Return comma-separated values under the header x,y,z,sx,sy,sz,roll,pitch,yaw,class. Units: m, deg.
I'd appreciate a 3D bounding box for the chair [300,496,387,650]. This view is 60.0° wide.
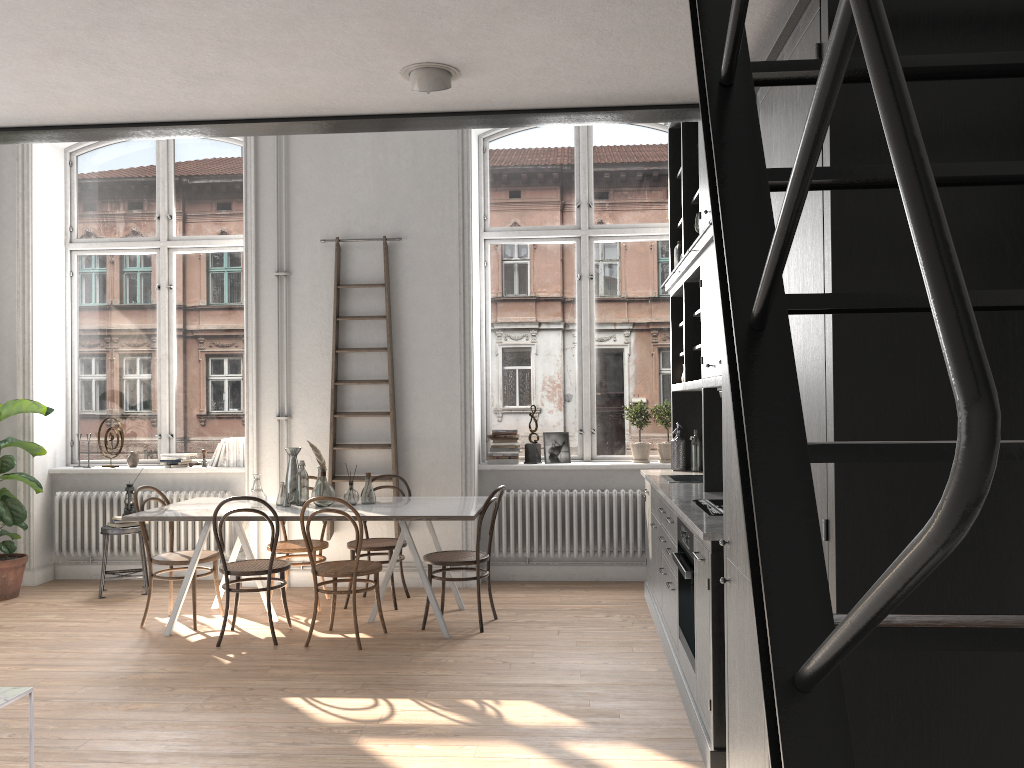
x,y,z,sx,sy,sz,roll,pitch,yaw,class
-1.044,1.127,5.481,0.438,0.920,0.549,-1,-1,15,chair

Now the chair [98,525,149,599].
x,y,z,sx,sy,sz,roll,pitch,yaw,class
-3.051,1.377,6.979,0.364,0.522,0.360,0,-1,-22,chair

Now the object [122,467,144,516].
x,y,z,sx,sy,sz,roll,pitch,yaw,class
-3.011,0.851,7.048,0.163,0.383,0.154,0,-1,-22,object

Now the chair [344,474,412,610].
x,y,z,sx,sy,sz,roll,pitch,yaw,class
-0.975,1.148,6.534,0.438,0.920,0.549,-1,-1,11,chair

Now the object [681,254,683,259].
x,y,z,sx,sy,sz,roll,pitch,yaw,class
1.258,-0.879,6.311,0.114,0.155,0.114,-1,-1,8,object

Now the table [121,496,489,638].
x,y,z,sx,sy,sz,roll,pitch,yaw,class
-1.283,1.209,5.967,2.200,0.779,1.100,-1,-1,4,table

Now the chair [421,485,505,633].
x,y,z,sx,sy,sz,roll,pitch,yaw,class
-0.317,1.127,5.854,0.549,0.920,0.438,-1,-1,17,chair

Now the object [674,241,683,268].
x,y,z,sx,sy,sz,roll,pitch,yaw,class
1.248,-0.917,6.455,0.118,0.238,0.118,0,-1,-11,object

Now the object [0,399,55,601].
x,y,z,sx,sy,sz,roll,pitch,yaw,class
-1.442,0.688,6.414,5.827,1.842,0.792,-1,-1,9,object

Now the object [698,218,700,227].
x,y,z,sx,sy,sz,roll,pitch,yaw,class
1.154,-0.932,5.290,0.083,0.221,0.083,0,-1,-39,object

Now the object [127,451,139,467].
x,y,z,sx,sy,sz,roll,pitch,yaw,class
-3.236,0.639,7.570,0.100,0.142,0.102,0,-1,-21,object

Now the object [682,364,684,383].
x,y,z,sx,sy,sz,roll,pitch,yaw,class
1.293,-0.071,6.426,0.127,0.144,0.115,0,-1,-17,object

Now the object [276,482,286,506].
x,y,z,sx,sy,sz,roll,pitch,yaw,class
-1.564,0.745,6.035,0.083,0.158,0.083,-1,-1,0,object

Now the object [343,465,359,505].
x,y,z,sx,sy,sz,roll,pitch,yaw,class
-1.087,0.676,5.993,0.107,0.283,0.107,-1,-1,-1,object

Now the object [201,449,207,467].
x,y,z,sx,sy,sz,roll,pitch,yaw,class
-2.600,0.625,7.490,0.048,0.153,0.088,0,-1,-26,object

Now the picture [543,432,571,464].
x,y,z,sx,sy,sz,roll,pitch,yaw,class
0.363,0.532,7.381,0.221,0.264,0.149,0,-1,-12,picture

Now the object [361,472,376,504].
x,y,z,sx,sy,sz,roll,pitch,yaw,class
-0.981,0.711,6.061,0.101,0.211,0.101,-1,-1,43,object

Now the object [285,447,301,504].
x,y,z,sx,sy,sz,roll,pitch,yaw,class
-1.516,0.634,6.146,0.116,0.383,0.116,-1,-1,15,object

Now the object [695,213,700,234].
x,y,z,sx,sy,sz,roll,pitch,yaw,class
1.161,-0.930,5.421,0.083,0.221,0.083,-1,-1,36,object

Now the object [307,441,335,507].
x,y,z,sx,sy,sz,roll,pitch,yaw,class
-1.261,0.595,5.928,0.157,0.446,0.157,-1,-1,22,object

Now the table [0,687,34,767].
x,y,z,sx,sy,sz,roll,pitch,yaw,class
-2.276,1.349,2.988,0.849,0.392,0.849,-1,-1,4,table

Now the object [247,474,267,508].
x,y,z,sx,sy,sz,roll,pitch,yaw,class
-1.701,0.713,5.918,0.132,0.219,0.132,-1,-1,-7,object

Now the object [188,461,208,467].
x,y,z,sx,sy,sz,roll,pitch,yaw,class
-2.680,0.679,7.551,0.088,0.048,0.153,-2,-2,44,object

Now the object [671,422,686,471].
x,y,z,sx,sy,sz,roll,pitch,yaw,class
1.214,0.455,6.470,0.109,0.349,0.109,0,-1,-15,object

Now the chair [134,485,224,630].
x,y,z,sx,sy,sz,roll,pitch,yaw,class
-2.258,1.151,6.014,0.549,0.920,0.438,-1,-1,12,chair

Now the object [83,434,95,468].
x,y,z,sx,sy,sz,roll,pitch,yaw,class
-3.619,0.571,7.582,0.095,0.289,0.095,-1,-1,27,object

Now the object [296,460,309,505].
x,y,z,sx,sy,sz,roll,pitch,yaw,class
-1.425,0.671,6.027,0.086,0.301,0.086,0,-1,-10,object

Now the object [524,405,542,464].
x,y,z,sx,sy,sz,roll,pitch,yaw,class
0.171,0.415,7.354,0.122,0.488,0.102,-1,-1,28,object

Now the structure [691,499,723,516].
x,y,z,sx,sy,sz,roll,pitch,yaw,class
1.105,0.585,4.210,0.427,0.011,0.592,-1,-1,4,structure

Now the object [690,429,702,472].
x,y,z,sx,sy,sz,roll,pitch,yaw,class
1.328,0.479,6.397,0.086,0.301,0.086,0,-1,-10,object

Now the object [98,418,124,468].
x,y,z,sx,sy,sz,roll,pitch,yaw,class
-3.429,0.501,7.589,0.347,0.425,0.087,-1,-1,36,object

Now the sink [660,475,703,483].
x,y,z,sx,sy,sz,roll,pitch,yaw,class
1.245,0.582,5.755,0.514,0.504,0.526,-1,-1,4,sink

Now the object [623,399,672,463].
x,y,z,sx,sy,sz,roll,pitch,yaw,class
1.154,0.385,7.288,0.500,0.524,0.234,-1,-1,-7,object

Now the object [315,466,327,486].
x,y,z,sx,sy,sz,roll,pitch,yaw,class
-1.307,0.694,6.091,0.098,0.255,0.100,0,-1,-19,object

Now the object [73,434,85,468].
x,y,z,sx,sy,sz,roll,pitch,yaw,class
-3.732,0.573,7.647,0.095,0.289,0.095,-1,-1,36,object

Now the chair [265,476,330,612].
x,y,z,sx,sy,sz,roll,pitch,yaw,class
-1.552,1.154,6.495,0.438,0.920,0.549,-1,-1,2,chair

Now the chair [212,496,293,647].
x,y,z,sx,sy,sz,roll,pitch,yaw,class
-1.625,1.135,5.558,0.438,0.920,0.549,-1,-1,0,chair

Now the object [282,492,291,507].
x,y,z,sx,sy,sz,roll,pitch,yaw,class
-1.509,0.774,5.936,0.058,0.094,0.058,-1,-1,32,object
